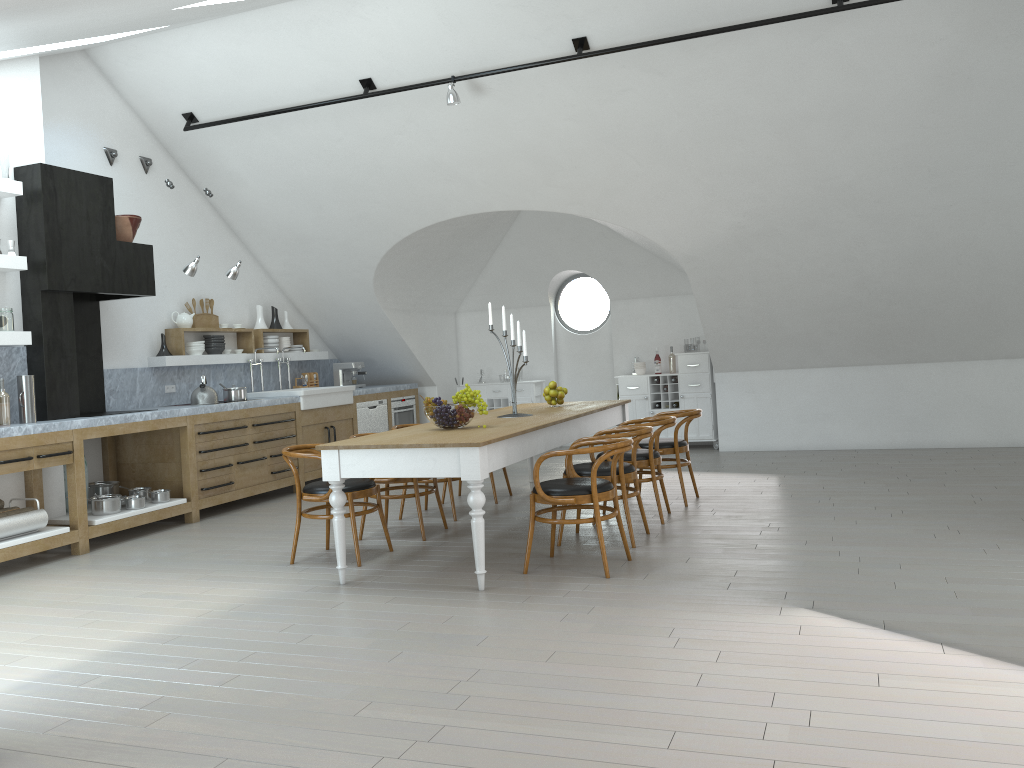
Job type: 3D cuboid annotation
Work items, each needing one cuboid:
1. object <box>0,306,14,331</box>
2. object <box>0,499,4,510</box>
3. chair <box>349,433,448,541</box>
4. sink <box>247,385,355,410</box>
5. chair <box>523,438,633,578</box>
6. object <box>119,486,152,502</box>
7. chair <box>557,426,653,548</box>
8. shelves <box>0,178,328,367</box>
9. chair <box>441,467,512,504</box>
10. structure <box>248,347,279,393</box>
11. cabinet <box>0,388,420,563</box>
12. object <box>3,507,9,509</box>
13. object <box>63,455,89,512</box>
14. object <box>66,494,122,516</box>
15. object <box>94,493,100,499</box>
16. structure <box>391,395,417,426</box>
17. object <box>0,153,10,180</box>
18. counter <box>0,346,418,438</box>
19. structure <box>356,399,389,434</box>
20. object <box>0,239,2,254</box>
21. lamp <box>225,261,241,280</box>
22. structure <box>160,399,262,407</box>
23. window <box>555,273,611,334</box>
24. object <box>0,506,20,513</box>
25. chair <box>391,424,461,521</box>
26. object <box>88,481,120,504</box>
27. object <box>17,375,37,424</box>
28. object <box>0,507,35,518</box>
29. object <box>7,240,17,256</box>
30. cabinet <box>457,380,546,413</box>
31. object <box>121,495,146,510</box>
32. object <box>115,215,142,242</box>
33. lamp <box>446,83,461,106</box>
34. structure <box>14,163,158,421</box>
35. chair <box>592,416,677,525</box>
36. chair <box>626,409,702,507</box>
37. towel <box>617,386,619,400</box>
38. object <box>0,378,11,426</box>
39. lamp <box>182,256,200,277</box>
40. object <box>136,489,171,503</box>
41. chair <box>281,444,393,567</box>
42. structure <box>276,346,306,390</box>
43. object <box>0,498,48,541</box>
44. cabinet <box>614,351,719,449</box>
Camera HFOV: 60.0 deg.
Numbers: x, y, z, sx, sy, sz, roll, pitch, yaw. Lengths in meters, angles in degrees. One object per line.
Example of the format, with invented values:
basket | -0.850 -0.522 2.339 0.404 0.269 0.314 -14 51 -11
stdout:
object | -3.598 -0.456 6.282 0.207 0.178 0.103 -2 1 43
object | -3.531 0.836 5.881 0.104 0.102 0.292 -3 2 19
chair | -0.847 0.723 6.408 0.621 0.735 0.528 -3 1 18
sink | -2.244 0.156 9.484 0.727 0.202 1.022 -3 2 21
chair | 0.408 0.690 5.092 0.621 0.735 0.528 -3 1 24
object | -3.115 0.912 7.367 0.182 0.133 0.308 -5 2 -44
chair | 0.631 0.656 5.785 0.621 0.735 0.528 -3 1 21
shelves | -3.232 -0.844 8.167 0.479 1.361 5.554 -3 2 16
chair | -0.372 0.652 7.781 0.621 0.735 0.528 -3 1 18
structure | -2.598 -0.123 9.391 0.332 0.530 0.214 -3 0 2
cabinet | -2.753 0.744 8.487 1.003 1.022 6.434 -3 2 21
object | -3.553 0.906 5.937 0.115 0.079 0.435 -3 2 19
object | -3.493 0.757 7.047 0.231 0.498 0.230 -4 0 -28
object | -3.176 0.921 6.791 0.378 0.164 0.223 -3 1 10
object | -3.090 0.890 6.724 0.051 0.152 0.190 -3 1 21
structure | -1.596 0.485 11.051 0.630 0.636 0.633 -3 1 21
object | -3.596 -1.535 6.286 0.063 0.187 0.063 -3 0 -11
counter | -2.795 -0.077 8.563 0.961 0.619 6.581 -3 2 21
structure | -1.866 0.618 10.347 0.598 0.823 0.725 -3 1 21
object | -3.628 -0.963 6.248 0.064 0.124 0.068 -3 0 15
lamp | -2.572 -1.050 8.217 0.169 0.176 0.112 -3 1 13
structure | -2.807 0.196 8.301 0.647 0.041 0.738 -3 2 21
window | 0.957 -1.057 11.716 0.899 0.900 0.060 -3 0 21
object | -3.462 0.889 5.894 0.101 0.086 0.363 -3 2 19
chair | -0.641 0.689 7.109 0.621 0.735 0.528 -3 1 24
object | -3.517 0.905 7.405 0.456 0.197 0.268 -4 2 -35
object | -3.454 0.109 6.288 0.114 0.339 0.164 -3 0 24
object | -3.379 0.900 5.892 0.092 0.093 0.437 -3 2 19
object | -3.588 -0.969 6.352 0.064 0.124 0.068 -3 0 15
cabinet | -0.124 0.376 11.457 1.134 0.789 0.497 -3 1 21
object | -2.999 0.926 6.947 0.260 0.113 0.153 -3 1 10
object | -3.264 -1.266 7.360 0.366 0.236 0.348 -2 2 39
lamp | -0.475 -2.340 7.148 0.113 0.175 0.114 -4 1 -16
structure | -3.502 -0.686 7.084 0.780 1.884 1.076 -3 1 21
chair | 0.907 0.618 6.458 0.621 0.735 0.527 -3 1 16
chair | 1.230 0.579 7.108 0.621 0.735 0.528 -3 1 24
towel | 1.354 0.092 11.141 0.049 0.204 0.150 -3 1 22
object | -3.493 0.128 6.081 0.085 0.331 0.085 -3 0 30
lamp | -2.783 -1.017 7.679 0.164 0.178 0.115 -3 1 39
object | -2.910 0.912 7.237 0.260 0.113 0.154 -3 1 20
chair | -1.163 0.762 5.754 0.621 0.735 0.528 -3 1 21
structure | -2.422 -0.148 9.847 0.332 0.530 0.214 -3 0 2
object | -3.487 0.925 5.952 0.429 0.231 0.528 -3 2 19
cabinet | 1.922 0.207 10.869 1.242 1.154 0.610 -3 1 21
